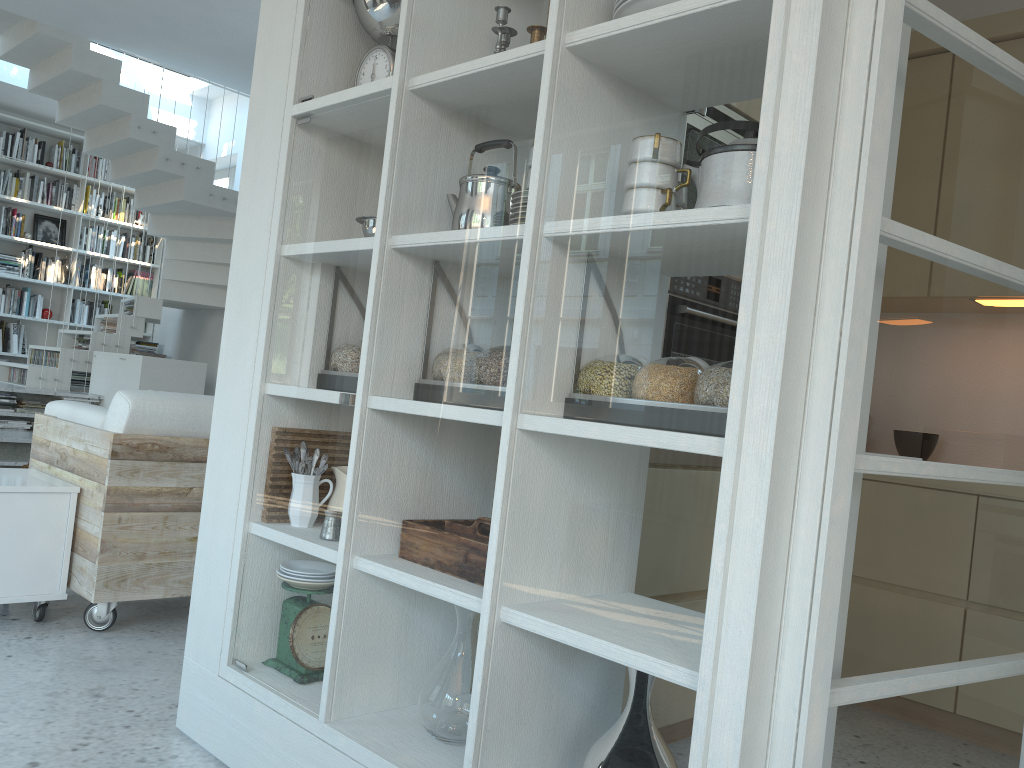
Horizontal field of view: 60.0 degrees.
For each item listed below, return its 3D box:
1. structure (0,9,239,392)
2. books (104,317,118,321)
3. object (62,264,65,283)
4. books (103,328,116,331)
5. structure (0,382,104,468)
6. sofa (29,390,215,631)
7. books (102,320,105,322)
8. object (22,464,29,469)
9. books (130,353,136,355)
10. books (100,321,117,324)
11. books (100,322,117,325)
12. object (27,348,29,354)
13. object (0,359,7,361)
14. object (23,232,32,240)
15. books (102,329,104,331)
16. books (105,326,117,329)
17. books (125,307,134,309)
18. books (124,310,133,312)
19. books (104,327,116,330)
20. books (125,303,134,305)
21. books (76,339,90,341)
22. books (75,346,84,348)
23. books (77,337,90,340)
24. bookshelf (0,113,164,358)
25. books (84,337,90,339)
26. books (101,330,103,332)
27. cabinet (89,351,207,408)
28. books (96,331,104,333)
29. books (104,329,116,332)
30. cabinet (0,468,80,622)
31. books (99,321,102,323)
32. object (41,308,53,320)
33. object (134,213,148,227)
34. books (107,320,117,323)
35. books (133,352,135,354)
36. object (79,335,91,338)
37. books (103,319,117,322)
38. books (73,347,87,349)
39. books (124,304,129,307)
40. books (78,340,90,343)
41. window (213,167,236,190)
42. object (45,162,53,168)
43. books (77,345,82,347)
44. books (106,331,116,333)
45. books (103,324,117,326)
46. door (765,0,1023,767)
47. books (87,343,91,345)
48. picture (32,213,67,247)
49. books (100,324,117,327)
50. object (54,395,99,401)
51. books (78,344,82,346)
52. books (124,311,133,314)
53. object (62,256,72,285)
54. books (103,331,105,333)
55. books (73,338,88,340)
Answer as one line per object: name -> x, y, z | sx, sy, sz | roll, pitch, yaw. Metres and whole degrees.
structure -> -3.509, -1.291, 7.408 | 1.953, 3.381, 2.615 | 6, -1, 45
books -> -3.485, -0.565, 7.889 | 0.234, 0.025, 0.157 | 7, -1, -8
object -> -4.536, -1.100, 8.943 | 0.178, 0.211, 0.022 | 5, -1, 45
books -> -3.500, -0.472, 7.904 | 0.254, 0.007, 0.189 | 7, -2, -18
structure -> -4.066, 0.355, 7.558 | 3.110, 0.659, 2.901 | 5, -2, 45
sofa -> -0.905, 0.514, 4.050 | 0.870, 0.854, 2.196 | 5, -2, 45
books -> -3.745, -0.581, 8.356 | 0.180, 0.014, 0.157 | 5, -2, 41
object -> -2.834, 0.518, 5.190 | 0.114, 0.101, 0.110 | 6, -1, 27
books -> -3.808, -0.294, 9.148 | 0.144, 0.015, 0.206 | 5, -2, 42
books -> -3.487, -0.529, 7.878 | 0.295, 0.007, 0.146 | 7, -1, -11
books -> -3.488, -0.521, 7.878 | 0.295, 0.007, 0.146 | 7, -1, -15
object -> -4.779, -0.323, 8.780 | 0.071, 0.072, 0.071 | 6, -1, 4
object -> -5.033, -0.245, 8.551 | 0.254, 0.006, 0.160 | 8, -2, -44
object -> -4.745, -1.441, 8.663 | 0.091, 0.092, 0.091 | 6, -1, 4
books -> -3.617, -0.481, 8.110 | 0.200, 0.014, 0.177 | 8, -2, -41
books -> -3.491, -0.493, 7.878 | 0.215, 0.014, 0.138 | 7, -2, -18
books -> -3.452, -0.695, 8.199 | 0.177, 0.007, 0.254 | 8, -2, -37
books -> -3.463, -0.662, 8.194 | 0.191, 0.014, 0.243 | 7, -2, -32
books -> -3.496, -0.481, 7.891 | 0.222, 0.011, 0.180 | 7, -1, -14
books -> -3.453, -0.725, 8.197 | 0.191, 0.013, 0.243 | 7, -2, -34
books -> -3.916, -0.398, 8.228 | 0.208, 0.009, 0.160 | 5, -2, 41
books -> -3.927, -0.331, 8.225 | 0.216, 0.009, 0.158 | 5, -2, 38
books -> -3.913, -0.415, 8.230 | 0.194, 0.012, 0.161 | 5, -2, 42
bookshelf -> -6.097, -1.121, 7.304 | 0.330, 3.142, 6.302 | 6, -1, 45
books -> -3.763, -0.405, 8.064 | 0.193, 0.014, 0.177 | 5, -2, 39
books -> -3.747, -0.486, 8.363 | 0.288, 0.017, 0.136 | 5, -2, 43
cabinet -> -3.022, 0.109, 7.257 | 0.992, 0.667, 0.552 | 5, -2, 45
books -> -3.766, -0.471, 8.345 | 0.287, 0.018, 0.190 | 5, -2, 44
books -> -3.498, -0.462, 7.893 | 0.215, 0.013, 0.189 | 7, -1, -13
cabinet -> -1.847, 0.569, 3.141 | 0.502, 0.487, 0.380 | 5, -1, 45
books -> -3.754, -0.569, 8.348 | 0.203, 0.011, 0.173 | 5, -2, 40
object -> -4.646, -0.696, 8.843 | 0.115, 0.116, 0.115 | 6, -1, 23
object -> -3.878, -1.717, 9.363 | 0.204, 0.137, 0.095 | 7, -1, -29
books -> -3.490, -0.540, 7.895 | 0.184, 0.016, 0.179 | 7, -1, -17
books -> -3.815, -0.310, 9.157 | 0.159, 0.015, 0.119 | 8, -2, -41
object -> -3.912, -0.433, 8.229 | 0.161, 0.025, 0.174 | 8, -2, -41
books -> -3.485, -0.551, 7.880 | 0.254, 0.005, 0.161 | 7, -1, -13
books -> -3.933, -0.324, 8.219 | 0.195, 0.007, 0.189 | 5, -2, 42
books -> -3.585, -0.742, 8.463 | 0.190, 0.015, 0.230 | 7, -2, -31
books -> -3.913, -0.382, 8.233 | 0.181, 0.022, 0.140 | 5, -2, 38
window -> -2.898, -1.610, 9.038 | 1.117, 1.226, 0.042 | 5, -1, 45
object -> -4.543, -2.146, 8.707 | 0.071, 0.072, 0.071 | 6, -1, 4
books -> -3.928, -0.342, 8.222 | 0.159, 0.012, 0.225 | 8, -2, -37
books -> -3.501, -0.450, 7.898 | 0.206, 0.012, 0.183 | 7, -2, -18
books -> -3.493, -0.512, 7.893 | 0.232, 0.011, 0.171 | 7, -1, -9
door -> 0.791, -0.054, 1.500 | 0.839, 2.228, 0.067 | 7, -1, -35
books -> -3.760, -0.353, 8.072 | 0.150, 0.013, 0.219 | 8, -2, -40
picture -> -4.634, -1.528, 8.889 | 0.077, 0.299, 0.300 | 6, -1, 45
books -> -3.490, -0.504, 7.878 | 0.295, 0.006, 0.146 | 7, -1, -11
object -> -3.520, 0.100, 7.167 | 0.177, 0.030, 0.284 | 5, -2, 45
books -> -3.916, -0.354, 8.233 | 0.166, 0.015, 0.145 | 5, -2, 39
books -> -3.464, -0.649, 8.194 | 0.182, 0.013, 0.287 | 7, -2, -31
object -> -4.436, -1.127, 8.845 | 0.087, 0.288, 0.075 | 7, -1, -10
books -> -3.638, -0.468, 8.131 | 0.184, 0.016, 0.128 | 8, -2, -38
books -> -3.928, -0.408, 8.216 | 0.188, 0.006, 0.198 | 5, -2, 41
